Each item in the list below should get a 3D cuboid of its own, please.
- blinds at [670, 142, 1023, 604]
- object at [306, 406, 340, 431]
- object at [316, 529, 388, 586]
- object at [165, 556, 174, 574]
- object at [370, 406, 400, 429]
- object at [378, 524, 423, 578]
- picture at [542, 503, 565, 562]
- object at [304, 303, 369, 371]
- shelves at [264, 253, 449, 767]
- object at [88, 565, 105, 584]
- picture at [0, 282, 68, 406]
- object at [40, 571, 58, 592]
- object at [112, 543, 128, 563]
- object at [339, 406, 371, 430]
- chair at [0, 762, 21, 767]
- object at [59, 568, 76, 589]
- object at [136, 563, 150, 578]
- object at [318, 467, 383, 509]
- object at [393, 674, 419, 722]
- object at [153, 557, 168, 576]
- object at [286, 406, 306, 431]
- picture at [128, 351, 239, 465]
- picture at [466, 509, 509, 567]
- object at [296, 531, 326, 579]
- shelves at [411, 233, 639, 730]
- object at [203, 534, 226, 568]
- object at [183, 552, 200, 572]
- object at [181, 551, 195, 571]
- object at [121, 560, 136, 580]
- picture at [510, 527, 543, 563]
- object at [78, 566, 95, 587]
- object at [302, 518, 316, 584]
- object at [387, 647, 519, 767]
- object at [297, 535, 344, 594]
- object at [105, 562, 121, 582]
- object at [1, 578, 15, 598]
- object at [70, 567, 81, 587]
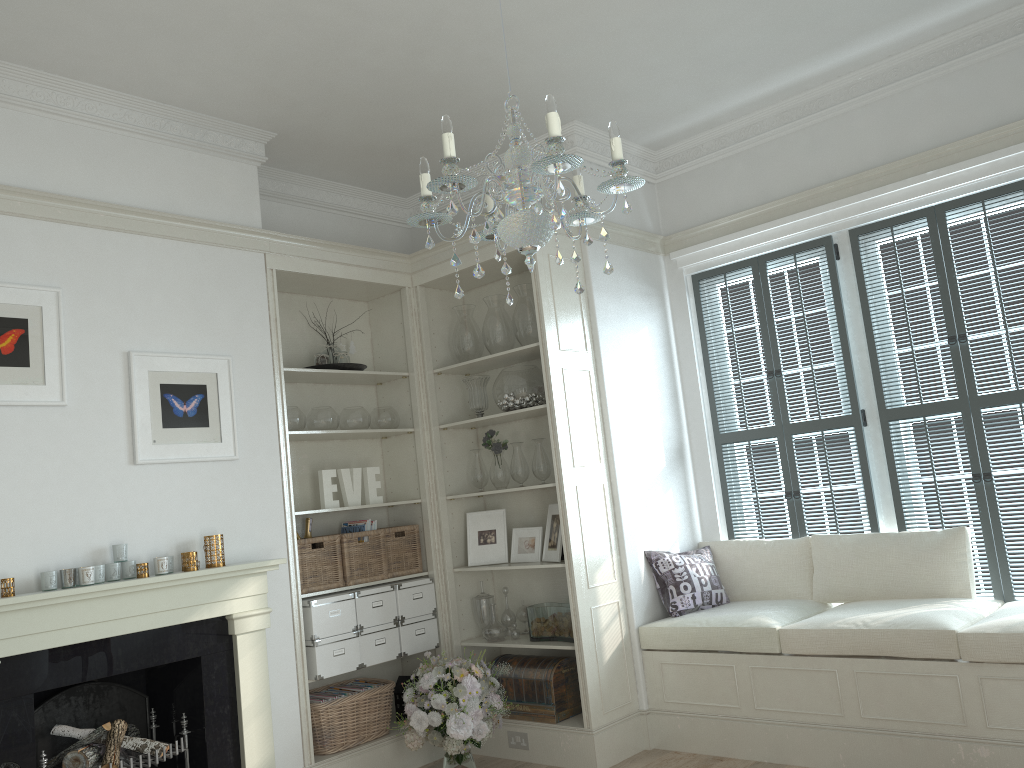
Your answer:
[{"bbox_3d":[2.257,0.047,4.296,3.076,2.238,0.141,-13,-10,41],"label":"blinds"},{"bbox_3d":[-1.029,0.199,4.812,0.185,0.140,0.185,-2,-8,-28],"label":"object"},{"bbox_3d":[-0.876,0.942,4.807,0.275,0.270,0.276,-13,-10,41],"label":"object"},{"bbox_3d":[-1.472,0.772,3.780,0.060,0.073,0.060,-7,-7,8],"label":"object"},{"bbox_3d":[-0.740,0.208,5.131,0.185,0.140,0.185,-2,-8,-28],"label":"object"},{"bbox_3d":[-0.710,0.953,5.034,0.275,0.270,0.276,-13,-10,41],"label":"object"},{"bbox_3d":[0.240,0.787,4.711,0.124,0.300,0.202,-3,-8,-23],"label":"picture"},{"bbox_3d":[-1.004,-0.288,4.987,0.457,0.485,0.399,-5,-7,-8],"label":"object"},{"bbox_3d":[-0.929,0.622,4.838,0.399,2.523,0.992,-13,-10,41],"label":"shelves"},{"bbox_3d":[-1.659,0.763,3.545,0.060,0.073,0.060,-3,-8,-25],"label":"object"},{"bbox_3d":[-2.026,-0.160,3.501,0.024,0.496,0.494,-13,-10,41],"label":"picture"},{"bbox_3d":[-1.783,0.760,3.417,0.060,0.073,0.060,-7,-7,8],"label":"object"},{"bbox_3d":[-1.618,0.699,3.664,0.060,0.073,0.060,-7,-7,8],"label":"object"},{"bbox_3d":[-0.884,0.203,4.972,0.185,0.140,0.185,-2,-8,-28],"label":"object"},{"bbox_3d":[-1.575,1.337,2.526,0.763,1.024,0.778,-7,-7,7],"label":"chair"},{"bbox_3d":[-1.731,0.759,3.460,0.060,0.073,0.060,-7,-7,8],"label":"object"},{"bbox_3d":[-1.522,0.769,3.655,0.050,0.058,0.052,-5,-8,-12],"label":"object"},{"bbox_3d":[-0.878,0.566,4.849,0.039,0.207,0.393,-13,-10,41],"label":"object"},{"bbox_3d":[-0.561,1.727,4.890,0.135,0.248,0.135,-11,-9,31],"label":"object"},{"bbox_3d":[-1.470,0.763,3.716,0.060,0.073,0.060,-7,-7,8],"label":"object"},{"bbox_3d":[-1.173,0.194,4.653,0.185,0.140,0.185,-2,-8,-28],"label":"object"},{"bbox_3d":[-1.484,0.107,4.036,0.024,0.496,0.494,-13,-10,41],"label":"picture"},{"bbox_3d":[-0.137,0.873,5.050,0.231,0.300,0.127,-8,-8,12],"label":"picture"},{"bbox_3d":[-1.052,0.885,4.566,0.095,0.332,0.284,-9,-8,20],"label":"object"},{"bbox_3d":[0.032,0.522,4.899,0.972,2.523,0.399,-13,-10,41],"label":"shelves"},{"bbox_3d":[-1.320,0.742,3.935,0.087,0.140,0.090,-5,-8,-11],"label":"object"},{"bbox_3d":[-1.372,0.759,3.786,0.060,0.079,0.060,-8,-8,13],"label":"object"},{"bbox_3d":[-1.409,0.773,3.863,0.060,0.079,0.060,-8,-7,9],"label":"object"},{"bbox_3d":[-1.588,0.772,3.678,0.060,0.073,0.060,-7,-7,8],"label":"object"},{"bbox_3d":[0.100,0.890,4.921,0.206,0.192,0.124,-12,-9,36],"label":"picture"},{"bbox_3d":[-1.669,0.755,3.480,0.060,0.073,0.060,-7,-7,8],"label":"object"},{"bbox_3d":[-1.097,0.893,4.701,0.094,0.361,0.127,-13,-10,41],"label":"object"},{"bbox_3d":[-0.284,1.633,4.379,0.570,0.643,0.544,-11,-9,33],"label":"object"},{"bbox_3d":[-1.078,0.940,4.612,0.275,0.270,0.276,-13,-10,41],"label":"object"},{"bbox_3d":[-1.632,0.770,3.627,0.060,0.073,0.060,-7,-7,8],"label":"object"},{"bbox_3d":[-1.873,0.757,3.293,0.047,0.068,0.054,-4,-8,-21],"label":"object"},{"bbox_3d":[-1.728,0.768,3.526,0.060,0.073,0.060,-7,-7,8],"label":"object"}]
